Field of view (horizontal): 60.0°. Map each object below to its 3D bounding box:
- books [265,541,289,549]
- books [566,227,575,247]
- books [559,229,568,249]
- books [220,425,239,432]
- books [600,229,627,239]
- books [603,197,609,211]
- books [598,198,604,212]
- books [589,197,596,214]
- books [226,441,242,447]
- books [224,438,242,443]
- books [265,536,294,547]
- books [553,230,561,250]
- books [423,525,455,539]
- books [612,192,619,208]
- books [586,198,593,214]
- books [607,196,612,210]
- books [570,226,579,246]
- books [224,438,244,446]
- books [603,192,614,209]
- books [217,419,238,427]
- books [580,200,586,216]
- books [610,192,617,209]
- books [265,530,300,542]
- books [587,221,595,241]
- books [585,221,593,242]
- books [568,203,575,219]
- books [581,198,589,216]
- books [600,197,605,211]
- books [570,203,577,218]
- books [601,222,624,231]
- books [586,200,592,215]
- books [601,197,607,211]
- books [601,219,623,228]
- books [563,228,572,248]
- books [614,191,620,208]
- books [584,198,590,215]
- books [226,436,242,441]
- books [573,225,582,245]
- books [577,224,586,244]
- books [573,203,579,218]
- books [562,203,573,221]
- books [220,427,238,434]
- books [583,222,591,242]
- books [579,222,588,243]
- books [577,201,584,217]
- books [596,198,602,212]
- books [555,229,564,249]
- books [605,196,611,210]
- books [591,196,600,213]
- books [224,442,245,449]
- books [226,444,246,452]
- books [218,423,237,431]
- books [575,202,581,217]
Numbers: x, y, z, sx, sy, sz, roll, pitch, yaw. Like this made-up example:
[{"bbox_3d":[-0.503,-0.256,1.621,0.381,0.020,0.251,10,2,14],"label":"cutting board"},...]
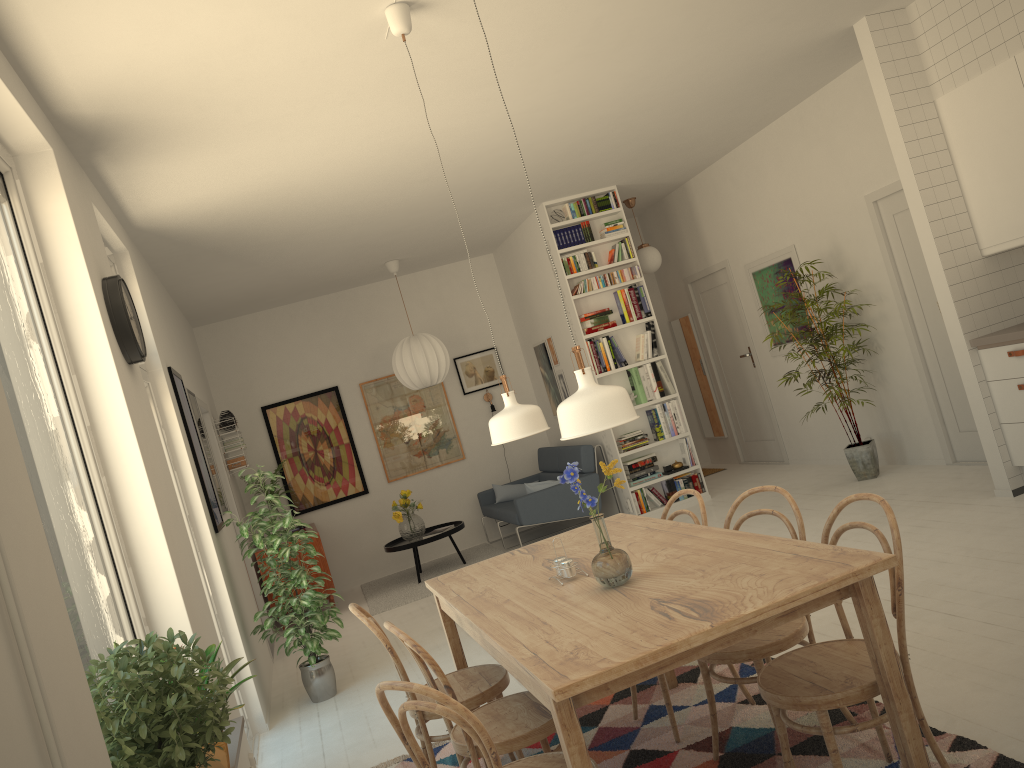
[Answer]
[{"bbox_3d":[-1.967,1.350,7.642,0.320,0.020,0.237,-16,-1,-19],"label":"books"},{"bbox_3d":[0.491,-1.277,7.833,0.034,0.179,0.188,-16,-1,-15],"label":"books"},{"bbox_3d":[0.426,-1.258,7.814,0.034,0.179,0.188,-16,-1,-15],"label":"books"},{"bbox_3d":[-2.547,0.405,7.998,0.158,0.019,0.131,-16,-1,-13],"label":"books"},{"bbox_3d":[0.895,-1.321,7.941,0.214,0.038,0.222,-16,-1,-15],"label":"books"},{"bbox_3d":[0.813,-1.589,7.910,0.017,0.130,0.150,-16,-1,-15],"label":"books"},{"bbox_3d":[0.764,-1.575,7.896,0.017,0.130,0.150,-16,-1,-15],"label":"books"},{"bbox_3d":[0.681,-1.562,7.919,0.032,0.154,0.212,-16,-1,-15],"label":"books"},{"bbox_3d":[-2.597,0.564,8.294,0.147,0.012,0.195,-16,-1,-18],"label":"books"},{"bbox_3d":[-2.599,0.529,8.289,0.153,0.013,0.197,-16,-1,-13],"label":"books"},{"bbox_3d":[-1.980,1.337,7.640,0.296,0.015,0.240,-16,-1,-16],"label":"books"},{"bbox_3d":[0.361,-1.238,7.796,0.034,0.179,0.188,-16,-1,-15],"label":"books"},{"bbox_3d":[-0.666,1.351,8.077,0.200,0.031,0.289,-17,-1,19],"label":"books"},{"bbox_3d":[0.892,-1.622,7.969,0.021,0.151,0.228,-16,-1,-15],"label":"books"},{"bbox_3d":[0.665,-1.556,7.903,0.009,0.151,0.208,-16,-1,-15],"label":"books"},{"bbox_3d":[0.846,-1.599,7.919,0.017,0.130,0.150,-16,-1,-15],"label":"books"},{"bbox_3d":[0.523,-1.286,7.842,0.034,0.179,0.188,-16,-1,-15],"label":"books"},{"bbox_3d":[-2.595,0.546,8.281,0.173,0.023,0.190,-16,-1,-16],"label":"books"},{"bbox_3d":[0.861,-1.614,7.924,0.019,0.157,0.150,-16,-1,-15],"label":"books"},{"bbox_3d":[-2.557,0.354,7.988,0.178,0.036,0.144,-16,-1,-22],"label":"books"},{"bbox_3d":[0.600,-1.536,7.885,0.024,0.148,0.188,-16,-1,-15],"label":"books"},{"bbox_3d":[0.871,-1.618,7.967,0.020,0.156,0.229,-16,-1,-15],"label":"books"},{"bbox_3d":[-1.974,1.319,7.643,0.311,0.015,0.192,-16,-1,-12],"label":"books"},{"bbox_3d":[0.668,-1.334,7.895,0.020,0.191,0.205,-16,-1,-15],"label":"books"},{"bbox_3d":[0.652,-1.330,7.878,0.020,0.191,0.205,-16,-1,-15],"label":"books"},{"bbox_3d":[0.497,-1.504,7.855,0.013,0.146,0.208,-16,-1,-15],"label":"books"},{"bbox_3d":[0.619,-1.545,7.899,0.024,0.156,0.227,-16,-1,-15],"label":"books"},{"bbox_3d":[0.781,-1.579,7.901,0.017,0.130,0.150,-16,-1,-15],"label":"books"},{"bbox_3d":[0.522,-1.507,7.835,0.023,0.137,0.161,-16,-1,-15],"label":"books"},{"bbox_3d":[0.885,-1.398,7.920,0.179,0.016,0.208,-16,-1,-10],"label":"books"},{"bbox_3d":[0.656,-1.546,7.893,0.019,0.137,0.201,-16,-1,-15],"label":"books"},{"bbox_3d":[0.797,-1.584,7.906,0.017,0.130,0.150,-16,-1,-15],"label":"books"},{"bbox_3d":[0.882,-1.422,7.938,0.169,0.032,0.188,-16,-1,-10],"label":"books"},{"bbox_3d":[0.459,-1.267,7.823,0.034,0.179,0.188,-16,-1,-15],"label":"books"},{"bbox_3d":[0.902,-1.626,7.994,0.014,0.154,0.259,-16,-1,-15],"label":"books"},{"bbox_3d":[0.637,-1.551,7.899,0.012,0.158,0.220,-16,-1,-15],"label":"books"},{"bbox_3d":[-2.597,0.514,8.289,0.147,0.016,0.195,-16,-1,-18],"label":"books"},{"bbox_3d":[0.556,-1.296,7.851,0.034,0.179,0.188,-16,-1,-15],"label":"books"},{"bbox_3d":[0.588,-1.305,7.860,0.034,0.179,0.188,-16,-1,-15],"label":"books"},{"bbox_3d":[0.534,-1.507,7.883,0.025,0.131,0.253,-16,-1,-15],"label":"books"},{"bbox_3d":[0.483,-1.502,7.833,0.026,0.149,0.155,-16,-1,-15],"label":"books"},{"bbox_3d":[-2.547,0.430,7.994,0.160,0.028,0.146,-16,-1,-18],"label":"books"},{"bbox_3d":[0.632,-1.324,7.881,0.020,0.191,0.205,-16,-1,-15],"label":"books"},{"bbox_3d":[0.612,-1.318,7.879,0.020,0.191,0.205,-16,-1,-15],"label":"books"},{"bbox_3d":[0.581,-1.528,7.863,0.028,0.147,0.192,-16,-1,-15],"label":"books"},{"bbox_3d":[0.748,-1.570,7.892,0.017,0.130,0.150,-16,-1,-15],"label":"books"},{"bbox_3d":[0.394,-1.248,7.805,0.034,0.179,0.188,-16,-1,-15],"label":"books"},{"bbox_3d":[0.830,-1.594,7.915,0.017,0.130,0.150,-16,-1,-15],"label":"books"},{"bbox_3d":[0.715,-1.572,7.912,0.032,0.152,0.200,-16,-1,-15],"label":"books"},{"bbox_3d":[-2.588,0.578,8.278,0.168,0.021,0.197,-16,-1,-13],"label":"books"},{"bbox_3d":[-2.576,0.605,8.287,0.179,0.038,0.190,-16,-1,-16],"label":"books"},{"bbox_3d":[-2.561,0.387,7.990,0.155,0.024,0.136,-16,-1,-22],"label":"books"},{"bbox_3d":[0.556,-1.519,7.875,0.018,0.141,0.206,-16,-1,-15],"label":"books"}]
